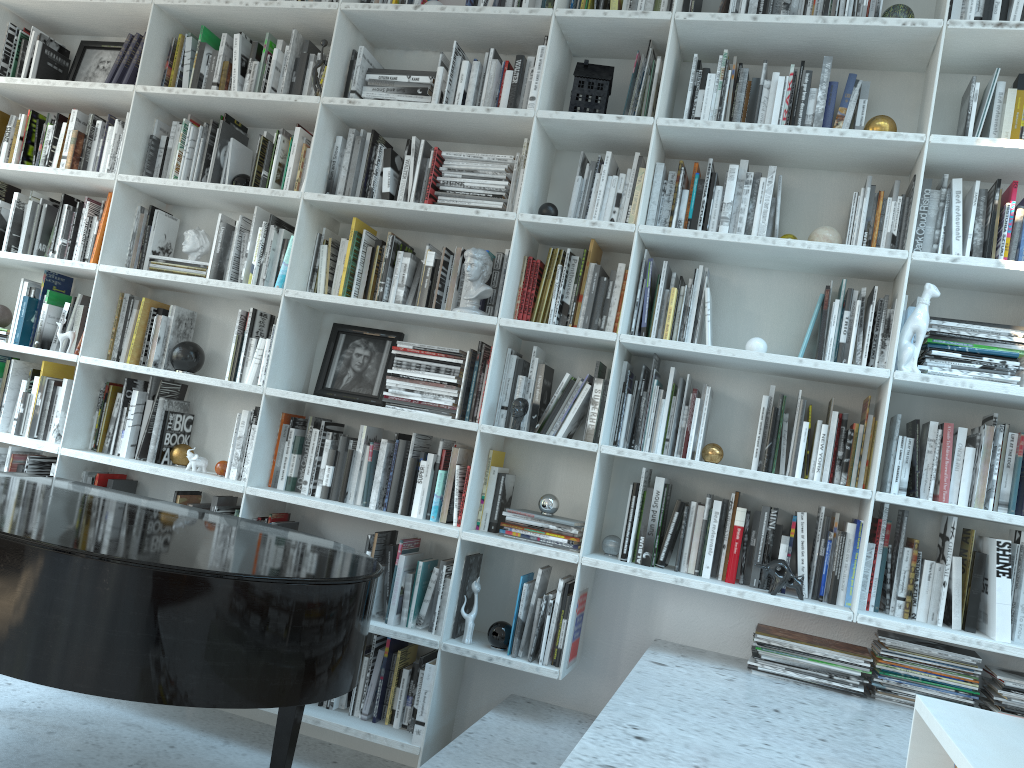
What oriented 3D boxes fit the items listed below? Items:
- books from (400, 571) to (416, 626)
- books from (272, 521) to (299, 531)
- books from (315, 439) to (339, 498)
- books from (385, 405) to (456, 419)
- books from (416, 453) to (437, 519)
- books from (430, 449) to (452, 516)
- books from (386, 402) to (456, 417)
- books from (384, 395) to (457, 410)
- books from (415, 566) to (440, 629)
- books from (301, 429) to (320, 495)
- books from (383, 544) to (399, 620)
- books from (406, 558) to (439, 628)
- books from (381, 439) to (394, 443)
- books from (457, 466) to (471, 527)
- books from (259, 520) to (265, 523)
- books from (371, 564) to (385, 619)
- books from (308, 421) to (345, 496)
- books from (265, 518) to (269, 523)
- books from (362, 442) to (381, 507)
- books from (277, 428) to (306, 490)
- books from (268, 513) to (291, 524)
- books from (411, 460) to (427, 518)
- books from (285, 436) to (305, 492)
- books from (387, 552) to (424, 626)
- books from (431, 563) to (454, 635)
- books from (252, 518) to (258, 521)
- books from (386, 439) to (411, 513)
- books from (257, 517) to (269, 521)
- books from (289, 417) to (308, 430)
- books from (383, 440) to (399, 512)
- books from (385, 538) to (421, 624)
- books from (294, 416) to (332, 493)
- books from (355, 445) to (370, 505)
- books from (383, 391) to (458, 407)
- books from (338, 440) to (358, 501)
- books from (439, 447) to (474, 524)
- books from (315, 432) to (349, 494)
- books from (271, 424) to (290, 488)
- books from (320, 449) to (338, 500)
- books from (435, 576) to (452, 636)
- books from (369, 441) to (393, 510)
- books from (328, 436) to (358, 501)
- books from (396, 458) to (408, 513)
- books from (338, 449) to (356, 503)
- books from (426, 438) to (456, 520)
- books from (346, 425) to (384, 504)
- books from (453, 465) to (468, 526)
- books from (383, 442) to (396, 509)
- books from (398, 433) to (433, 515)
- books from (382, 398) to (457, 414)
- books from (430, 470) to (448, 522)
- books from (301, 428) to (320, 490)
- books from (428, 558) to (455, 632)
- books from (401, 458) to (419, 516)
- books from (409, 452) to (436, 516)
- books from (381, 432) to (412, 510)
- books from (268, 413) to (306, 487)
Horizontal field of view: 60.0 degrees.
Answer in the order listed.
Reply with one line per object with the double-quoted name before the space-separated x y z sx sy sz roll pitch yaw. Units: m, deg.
"books" -0.350 0.763 3.167 0.036 0.183 0.146 9 -4 17
"books" -0.866 0.642 3.297 0.021 0.259 0.169 9 -4 17
"books" -0.673 0.322 3.347 0.023 0.217 0.174 9 -4 17
"books" -0.323 0.111 3.285 0.254 0.012 0.161 9 -4 13
"books" -0.285 0.373 3.236 0.023 0.234 0.175 9 -4 17
"books" -0.247 0.370 3.246 0.014 0.256 0.145 9 -4 17
"books" -0.320 0.099 3.290 0.254 0.012 0.161 9 -4 19
"books" -0.315 0.076 3.294 0.285 0.012 0.159 9 -4 16
"books" -0.278 0.756 3.162 0.053 0.220 0.132 9 -4 17
"books" -0.724 0.300 3.372 0.027 0.245 0.179 9 -4 17
"books" -0.423 0.713 3.205 0.066 0.260 0.133 9 -4 17
"books" -0.319 0.742 3.156 0.024 0.232 0.146 9 -4 17
"books" -0.473 0.336 3.321 0.025 0.254 0.136 9 -4 17
"books" -0.148 0.404 3.191 0.011 0.216 0.166 9 -4 17
"books" -0.929 0.636 3.318 0.026 0.251 0.183 9 -4 17
"books" -0.471 0.741 3.181 0.025 0.185 0.170 9 -4 17
"books" -0.703 0.284 3.364 0.013 0.282 0.166 9 -4 17
"books" -0.906 0.634 3.330 0.011 0.266 0.152 9 -4 17
"books" -0.505 0.339 3.313 0.031 0.237 0.159 9 -4 17
"books" -0.823 0.290 3.395 0.027 0.234 0.167 9 -4 17
"books" -0.895 0.626 3.322 0.012 0.284 0.137 9 -4 17
"books" -0.310 0.385 3.241 0.023 0.204 0.167 9 -4 17
"books" -0.798 0.308 3.398 0.024 0.208 0.170 9 -4 17
"books" -0.377 0.726 3.160 0.021 0.244 0.180 9 -4 17
"books" -0.230 0.753 3.130 0.010 0.238 0.167 9 -4 17
"books" -0.955 0.632 3.346 0.012 0.254 0.161 9 -4 17
"books" -0.396 0.341 3.270 0.028 0.264 0.161 9 -4 17
"books" -0.942 0.631 3.343 0.014 0.260 0.132 9 -4 17
"books" -0.835 0.268 3.411 0.011 0.275 0.146 9 -4 17
"books" -0.413 0.341 3.282 0.010 0.261 0.181 9 -4 17
"books" -0.389 0.700 3.170 0.015 0.293 0.169 9 -4 17
"books" -0.762 0.273 3.410 0.027 0.290 0.141 9 -4 17
"books" -0.530 0.344 3.328 0.025 0.220 0.140 9 -4 17
"books" -0.316 0.063 3.285 0.285 0.012 0.159 8 -5 22
"books" -0.596 0.328 3.338 0.013 0.230 0.139 9 -4 17
"books" -0.198 0.369 3.219 0.026 0.272 0.175 9 -4 17
"books" -0.685 0.308 3.376 0.021 0.244 0.141 9 -4 17
"books" -0.855 0.281 3.423 0.029 0.243 0.154 9 -4 17
"books" -0.652 0.341 3.334 0.029 0.183 0.175 9 -4 17
"books" -0.216 0.777 3.125 0.027 0.196 0.147 9 -4 17
"books" -0.457 0.341 3.287 0.026 0.245 0.191 9 -4 17
"books" -0.618 0.320 3.335 0.029 0.237 0.166 9 -4 17
"books" -0.375 0.377 3.275 0.021 0.202 0.128 9 -4 17
"books" -0.585 0.346 3.320 0.023 0.196 0.165 9 -4 17
"books" -0.259 0.349 3.243 0.014 0.293 0.137 9 -4 17
"books" -0.550 0.304 3.328 0.026 0.291 0.152 9 -4 17
"books" -0.174 0.402 3.197 0.042 0.212 0.169 9 -4 17
"books" -0.421 0.345 3.295 0.011 0.251 0.158 9 -4 17
"books" -0.354 0.332 3.264 0.012 0.296 0.178 9 -4 17
"books" -0.320 0.087 3.284 0.285 0.012 0.159 9 -4 12
"books" -0.242 0.406 3.215 0.023 0.183 0.169 9 -4 17
"books" -0.743 0.297 3.396 0.024 0.247 0.132 9 -4 17
"books" -0.243 0.746 3.142 0.022 0.249 0.130 9 -4 17
"books" -0.345 0.378 3.253 0.024 0.207 0.183 9 -4 17
"books" -0.321 0.368 3.259 0.014 0.235 0.154 9 -4 17
"books" -0.428 0.327 3.306 0.014 0.286 0.135 9 -4 17
"books" -0.870 0.259 3.433 0.012 0.285 0.159 9 -4 17
